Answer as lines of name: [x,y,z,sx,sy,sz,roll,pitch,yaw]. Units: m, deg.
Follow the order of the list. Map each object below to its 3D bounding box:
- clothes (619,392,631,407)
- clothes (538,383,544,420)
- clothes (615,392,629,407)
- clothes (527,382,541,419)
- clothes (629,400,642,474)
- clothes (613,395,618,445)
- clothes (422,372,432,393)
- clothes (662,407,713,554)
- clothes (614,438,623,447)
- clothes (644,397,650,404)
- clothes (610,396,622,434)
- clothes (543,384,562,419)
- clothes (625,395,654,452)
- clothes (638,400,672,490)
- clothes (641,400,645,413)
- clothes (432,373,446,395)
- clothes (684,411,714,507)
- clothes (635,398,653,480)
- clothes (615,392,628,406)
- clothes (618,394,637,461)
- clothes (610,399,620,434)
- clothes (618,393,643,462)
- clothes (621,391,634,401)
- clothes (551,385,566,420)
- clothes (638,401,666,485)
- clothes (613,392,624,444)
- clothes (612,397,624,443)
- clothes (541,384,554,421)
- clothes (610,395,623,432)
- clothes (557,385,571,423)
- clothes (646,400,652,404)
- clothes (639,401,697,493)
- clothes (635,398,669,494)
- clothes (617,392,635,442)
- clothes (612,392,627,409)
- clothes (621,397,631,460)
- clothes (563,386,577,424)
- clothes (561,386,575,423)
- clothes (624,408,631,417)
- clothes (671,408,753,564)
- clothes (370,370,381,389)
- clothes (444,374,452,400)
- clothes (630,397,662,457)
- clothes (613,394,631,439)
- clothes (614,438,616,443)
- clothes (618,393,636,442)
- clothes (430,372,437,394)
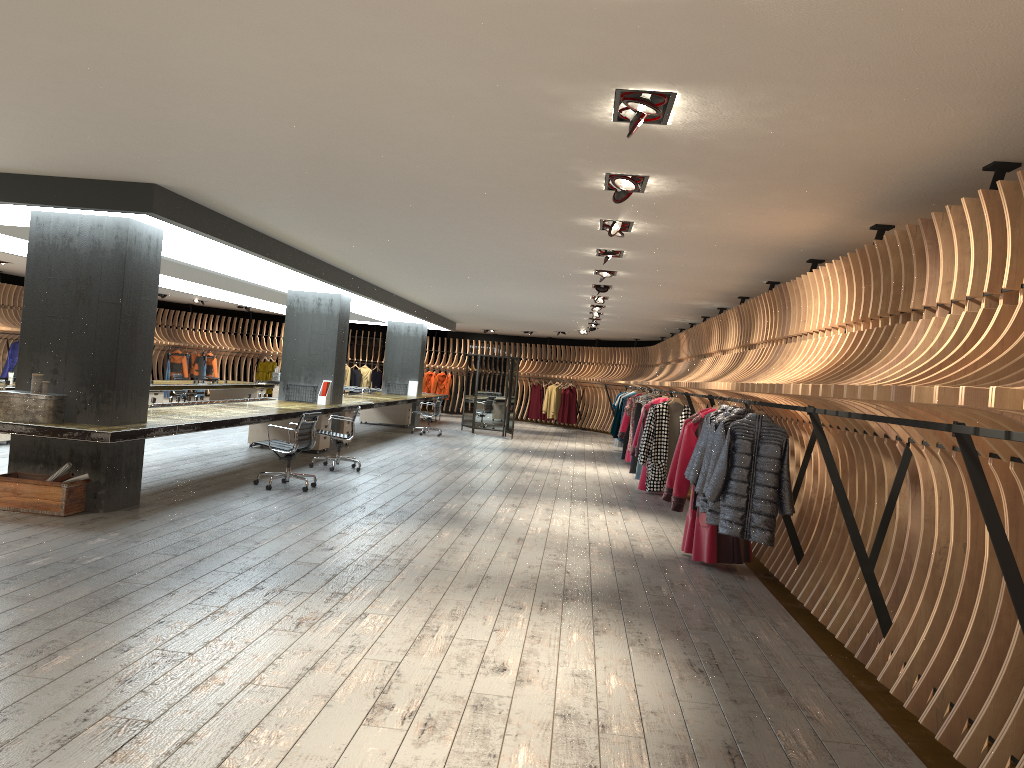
clothes: [2.647,0.716,19.087,0.733,1.106,0.165,5,0,9]
clothes: [0.896,0.537,27.258,0.127,1.129,0.444,5,0,-3]
clothes: [2.657,0.655,19.874,0.734,0.937,0.164,5,0,8]
clothes: [0.729,0.521,27.441,0.444,1.129,0.126,5,0,2]
clothes: [2.277,0.954,14.836,0.539,1.353,0.087,5,0,4]
clothes: [2.759,0.917,21.192,0.677,1.434,0.204,5,0,-6]
clothes: [-2.771,0.024,29.080,0.201,0.881,0.839,5,0,20]
clothes: [1.728,0.858,7.747,0.840,1.312,0.320,5,0,34]
clothes: [2.735,0.918,20.916,0.677,1.434,0.204,5,0,-11]
clothes: [2.206,0.968,14.278,0.277,1.543,0.316,5,0,3]
clothes: [2.652,0.733,19.505,0.914,1.081,0.238,5,0,9]
clothes: [1.336,0.539,26.775,0.777,1.053,0.151,5,0,5]
clothes: [2.321,0.710,15.544,0.759,1.030,0.179,5,0,-10]
clothes: [2.006,0.788,11.201,0.773,1.161,0.191,5,0,5]
clothes: [2.217,0.836,14.531,0.278,1.141,0.172,5,0,12]
clothes: [-2.339,0.062,29.010,0.201,0.881,0.839,5,0,35]
clothes: [1.676,0.602,7.088,0.166,0.854,0.746,5,0,-41]
clothes: [2.164,0.975,13.989,0.373,1.536,0.312,5,0,16]
clothes: [2.720,0.658,20.327,0.743,0.931,0.158,5,0,9]
clothes: [2.423,0.821,16.670,0.840,1.312,0.321,5,0,4]
clothes: [2.665,0.734,19.591,0.914,1.081,0.238,5,0,4]
clothes: [2.399,0.822,16.381,0.840,1.312,0.321,5,0,14]
clothes: [2.576,0.712,18.902,0.733,1.106,0.165,5,0,4]
clothes: [1.478,0.553,26.608,0.152,1.053,0.776,5,0,45]
clothes: [2.015,0.785,11.493,0.773,1.161,0.191,5,0,25]
clothes: [2.769,0.917,21.332,0.677,1.434,0.203,5,0,19]
clothes: [2.579,0.734,18.567,0.914,1.081,0.238,5,0,9]
clothes: [1.129,0.560,27.009,0.443,1.129,0.127,5,0,-33]
clothes: [2.668,0.732,19.714,0.914,1.081,0.238,5,0,4]
clothes: [1.611,0.607,26.448,0.443,1.129,0.127,5,0,-23]
clothes: [2.176,0.629,13.703,0.278,0.767,0.263,5,0,12]
clothes: [1.975,0.787,10.979,0.772,1.161,0.191,5,0,-5]
clothes: [2.080,0.842,12.256,0.840,1.312,0.320,5,0,34]
clothes: [2.577,0.708,18.335,0.715,1.088,0.257,5,0,0]
clothes: [2.674,0.667,20.474,0.738,0.971,0.167,5,0,13]
clothes: [2.459,0.942,17.426,0.539,1.353,0.087,5,0,9]
clothes: [1.758,0.622,26.231,0.443,1.129,0.127,5,0,-23]
clothes: [1.715,0.617,26.314,0.444,1.129,0.126,5,0,2]
clothes: [2.353,0.713,15.765,0.761,1.020,0.187,5,0,5]
clothes: [1.776,0.870,7.464,0.840,1.317,0.318,5,0,12]
clothes: [-4.513,0.214,29.125,0.087,1.353,0.539,5,0,29]
clothes: [-2.103,0.083,28.940,0.200,0.881,0.840,5,0,-15]
clothes: [2.101,0.841,12.544,0.840,1.312,0.321,5,0,24]
clothes: [2.558,0.736,18.212,0.914,1.081,0.238,5,0,4]
clothes: [2.747,0.918,21.051,0.677,1.434,0.203,5,0,19]
clothes: [2.543,0.710,17.898,0.715,1.088,0.256,5,0,10]
clothes: [-2.537,0.044,29.096,0.201,0.881,0.839,5,0,10]
